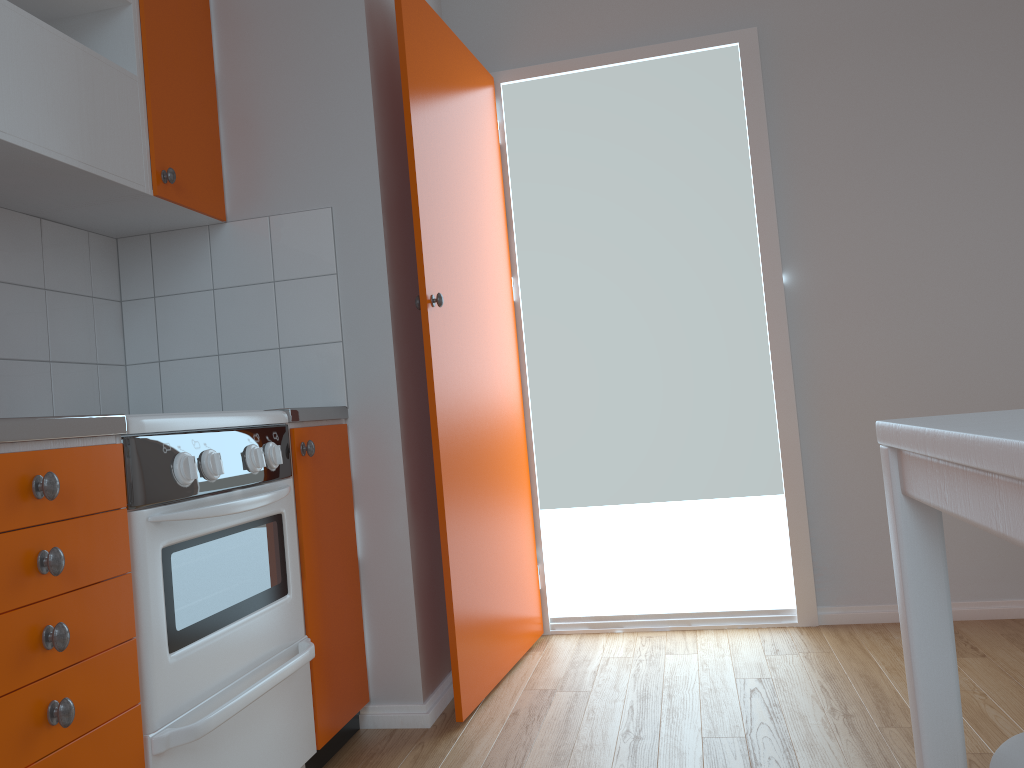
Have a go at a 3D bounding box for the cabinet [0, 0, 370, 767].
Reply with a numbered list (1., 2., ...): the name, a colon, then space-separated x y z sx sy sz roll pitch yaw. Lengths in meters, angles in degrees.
1. cabinet: -1.085 -0.237 0.982 0.705 2.350 3.099 -6 -2 11

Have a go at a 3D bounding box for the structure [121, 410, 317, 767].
1. structure: -0.842 0.511 1.810 0.734 0.865 0.617 -6 -2 12

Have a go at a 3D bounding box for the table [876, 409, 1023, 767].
1. table: 0.944 0.357 0.336 1.281 0.771 0.829 -5 -2 12

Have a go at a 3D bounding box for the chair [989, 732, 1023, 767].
1. chair: 0.664 0.343 0.724 0.511 0.871 0.636 -7 -3 37

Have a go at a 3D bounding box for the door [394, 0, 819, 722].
1. door: 0.192 -0.146 2.992 1.380 2.056 0.696 -4 -3 -30

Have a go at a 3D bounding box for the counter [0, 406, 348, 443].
1. counter: -1.071 0.118 0.970 0.682 0.132 3.098 -5 -2 11
